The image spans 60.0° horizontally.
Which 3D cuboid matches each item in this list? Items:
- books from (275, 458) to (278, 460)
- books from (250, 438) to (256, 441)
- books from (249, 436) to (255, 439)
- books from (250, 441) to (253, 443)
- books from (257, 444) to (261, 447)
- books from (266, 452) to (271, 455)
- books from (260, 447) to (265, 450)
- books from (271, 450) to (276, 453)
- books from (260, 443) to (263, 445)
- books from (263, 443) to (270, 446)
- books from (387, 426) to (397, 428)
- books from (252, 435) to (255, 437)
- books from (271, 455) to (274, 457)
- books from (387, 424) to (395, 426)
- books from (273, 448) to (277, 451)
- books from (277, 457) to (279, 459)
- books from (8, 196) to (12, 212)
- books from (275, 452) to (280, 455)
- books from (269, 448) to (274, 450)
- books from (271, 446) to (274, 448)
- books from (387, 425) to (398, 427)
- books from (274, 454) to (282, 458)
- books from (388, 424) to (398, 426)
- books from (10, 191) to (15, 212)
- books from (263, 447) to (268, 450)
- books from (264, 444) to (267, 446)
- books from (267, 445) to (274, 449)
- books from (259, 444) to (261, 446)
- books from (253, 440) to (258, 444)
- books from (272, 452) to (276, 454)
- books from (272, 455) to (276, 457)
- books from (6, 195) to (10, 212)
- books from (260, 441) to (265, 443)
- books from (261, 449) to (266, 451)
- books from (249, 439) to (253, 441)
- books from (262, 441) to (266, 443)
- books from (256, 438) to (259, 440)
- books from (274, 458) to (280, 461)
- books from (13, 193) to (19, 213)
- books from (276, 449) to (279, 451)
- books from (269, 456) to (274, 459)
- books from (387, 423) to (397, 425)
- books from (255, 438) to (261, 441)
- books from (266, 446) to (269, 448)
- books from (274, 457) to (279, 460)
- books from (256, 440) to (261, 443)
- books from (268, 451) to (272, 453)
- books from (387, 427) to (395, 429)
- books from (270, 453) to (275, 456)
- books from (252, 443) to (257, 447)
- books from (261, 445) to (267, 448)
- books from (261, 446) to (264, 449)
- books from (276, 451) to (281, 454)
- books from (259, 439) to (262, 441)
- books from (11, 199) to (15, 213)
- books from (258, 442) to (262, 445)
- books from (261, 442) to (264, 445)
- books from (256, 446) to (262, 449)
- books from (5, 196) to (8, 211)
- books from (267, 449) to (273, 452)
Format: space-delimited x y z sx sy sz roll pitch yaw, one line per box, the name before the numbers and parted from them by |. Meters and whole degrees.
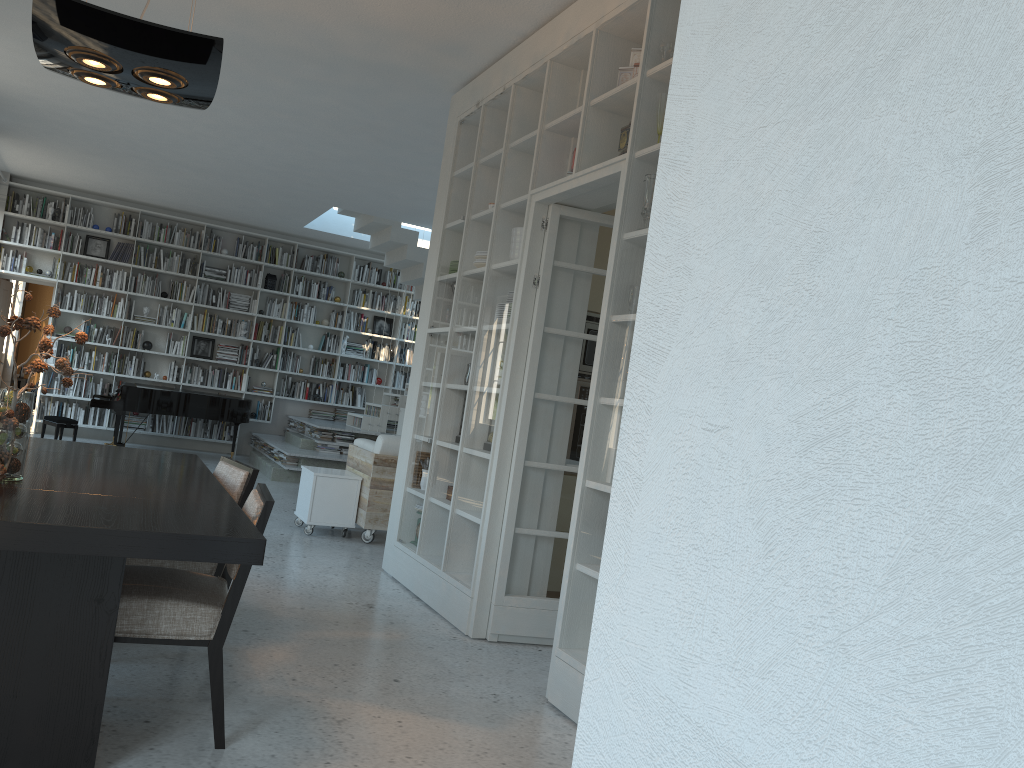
books | -2.751 0.910 10.685 0.178 0.009 0.276 9 -2 -26
books | -3.620 0.799 12.636 0.188 0.009 0.211 9 -2 -25
books | -3.624 0.774 12.633 0.191 0.013 0.243 9 -2 -28
books | -3.626 0.835 12.635 0.179 0.012 0.261 9 -2 -21
books | -3.373 0.850 12.090 0.172 0.014 0.221 9 -2 -23
books | -3.007 0.887 11.235 0.189 0.009 0.290 9 -2 -21
books | -3.246 0.865 11.806 0.159 0.012 0.292 9 -2 -27
books | -2.868 0.849 10.960 0.180 0.017 0.182 9 -2 -27
books | -3.243 0.811 11.805 0.169 0.009 0.241 9 -2 -28
books | -3.115 0.795 11.521 0.179 0.012 0.249 9 -2 -27
books | -1.835 0.656 13.555 0.360 0.009 0.201 9 -2 -29
books | -3.601 0.747 12.642 0.158 0.014 0.234 9 -2 -26
books | -2.870 0.906 10.962 0.171 0.005 0.297 9 -2 -25
books | -1.836 0.629 13.566 0.320 0.009 0.202 9 -2 -25
books | -2.851 0.829 10.967 0.141 0.028 0.222 9 -2 -29
books | -2.742 0.898 10.689 0.170 0.006 0.268 9 -2 -24
books | -6.425 -2.287 11.361 0.023 0.223 0.150 9 -1 -24
books | -2.744 0.849 10.685 0.168 0.013 0.281 9 -2 -29
books | -2.978 0.834 11.245 0.142 0.017 0.239 9 -2 -28
books | -2.972 0.800 11.246 0.157 0.007 0.268 9 -2 -24
books | -1.835 0.638 13.560 0.359 0.009 0.201 9 -2 -21
books | -2.749 0.872 10.684 0.191 0.015 0.246 9 -2 -23
books | -1.834 0.620 13.563 0.320 0.009 0.202 9 -2 -26
books | -6.400 -2.315 11.361 0.014 0.286 0.175 9 -1 -24
books | -3.121 0.852 11.521 0.182 0.013 0.287 9 -2 -23
books | -3.114 0.808 11.522 0.166 0.014 0.235 9 -2 -29
books | -2.986 0.808 11.240 0.170 0.014 0.280 9 -2 -27
books | -3.359 0.842 12.096 0.149 0.007 0.300 9 -2 -24
books | -3.508 0.818 12.365 0.191 0.028 0.212 9 -2 -20
books | -2.867 0.861 10.961 0.171 0.007 0.260 9 -2 -21
books | -2.872 0.890 10.960 0.180 0.008 0.267 9 -2 -25
books | -6.450 -2.293 11.361 0.024 0.228 0.129 9 -1 -24
books | -3.238 0.783 11.806 0.171 0.015 0.252 9 -2 -27
books | -3.245 0.887 11.807 0.157 0.014 0.180 9 -2 -27
books | -3.624 0.809 12.635 0.177 0.012 0.278 9 -2 -28
books | -3.234 0.771 11.807 0.174 0.011 0.227 9 -2 -25
books | -3.477 0.778 12.377 0.126 0.005 0.290 9 -2 -29
books | -2.763 0.921 10.680 0.191 0.016 0.208 9 -2 -19
books | -6.361 -2.300 11.377 0.025 0.269 0.177 9 -1 -24
books | -2.739 0.802 10.685 0.182 0.016 0.256 9 -2 -21
books | -2.886 0.917 10.955 0.193 0.005 0.224 9 -2 -28
books | -1.834 0.611 13.566 0.360 0.009 0.201 9 -2 -25
books | -3.487 0.784 12.373 0.160 0.009 0.291 9 -2 -22
books | -3.109 0.821 11.525 0.169 0.009 0.241 9 -2 -24
books | -2.756 0.902 10.682 0.191 0.006 0.275 9 -2 -22
books | -3.372 0.796 12.088 0.180 0.015 0.294 9 -2 -26
books | -2.995 0.870 11.239 0.177 0.011 0.220 9 -2 -22
books | -1.843 0.674 13.565 0.320 0.009 0.202 9 -2 -25
books | -2.875 0.879 10.958 0.189 0.013 0.215 9 -2 -26
books | -3.506 0.859 12.368 0.189 0.030 0.237 9 -2 -24
books | -3.242 0.834 11.806 0.159 0.011 0.246 9 -2 -28
books | -3.240 0.854 11.808 0.165 0.012 0.205 9 -2 -24
books | -2.734 0.832 10.689 0.175 0.006 0.251 9 -2 -24
books | -3.246 0.761 11.801 0.193 0.005 0.224 9 -2 -28
books | -6.391 -2.267 11.371 0.024 0.195 0.167 9 -1 -24
books | -3.371 0.814 12.089 0.171 0.020 0.193 9 -2 -20
books | -3.247 0.798 11.802 0.182 0.016 0.198 9 -2 -19
books | -3.382 0.869 12.087 0.177 0.026 0.230 9 -2 -21
books | -6.459 -2.290 11.333 0.014 0.219 0.188 9 -1 -24
books | -2.991 0.853 11.240 0.160 0.025 0.243 9 -2 -29
